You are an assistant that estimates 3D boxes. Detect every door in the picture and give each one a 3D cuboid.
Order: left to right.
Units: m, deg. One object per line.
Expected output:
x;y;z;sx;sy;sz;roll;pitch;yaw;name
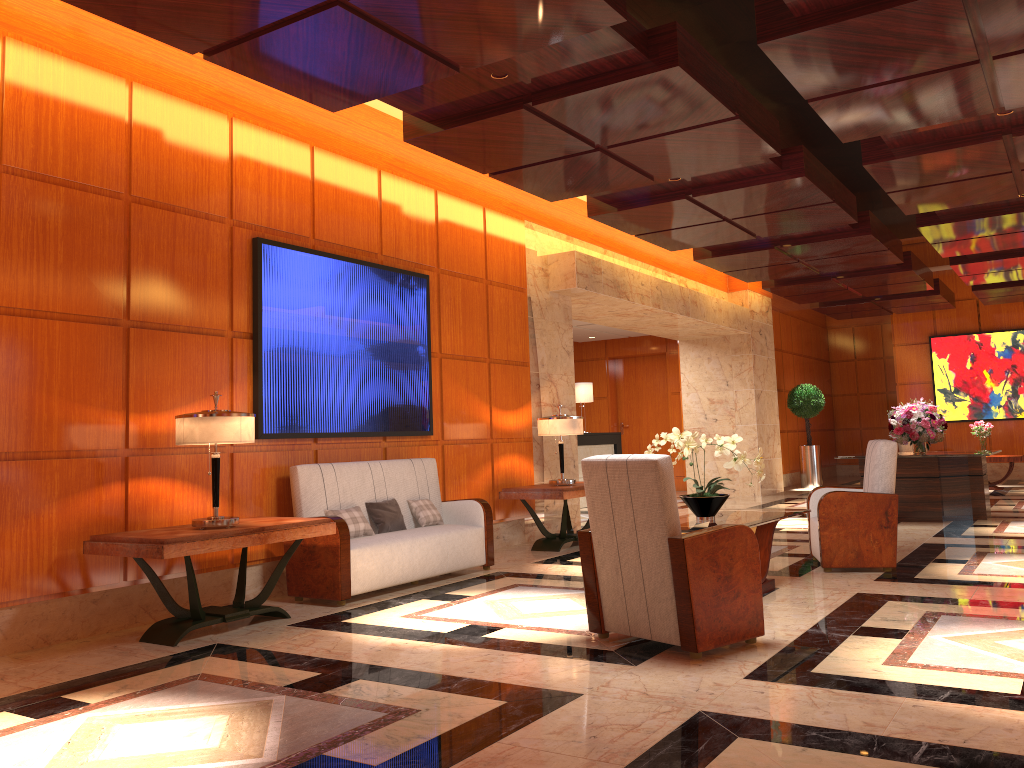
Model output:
2.621;0.764;17.653;1.283;2.707;0.340;-6;-7;32;door

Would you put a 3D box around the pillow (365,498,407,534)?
-0.967;1.018;6.812;0.160;0.254;0.357;-5;-5;29;pillow

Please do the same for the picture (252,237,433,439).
-1.291;-0.299;7.163;0.056;1.458;1.993;-6;-6;33;picture

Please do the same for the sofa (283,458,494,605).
-0.897;1.053;6.787;0.611;0.936;1.795;-5;-5;33;sofa

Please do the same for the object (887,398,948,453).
4.829;0.494;10.555;0.649;0.661;0.678;-4;-5;24;object

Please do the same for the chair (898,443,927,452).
7.905;1.411;17.169;0.738;0.965;0.626;-1;-5;-8;chair

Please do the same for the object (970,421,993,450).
7.880;0.911;14.846;0.326;0.598;0.349;2;-7;-37;object

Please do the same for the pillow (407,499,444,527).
-0.695;1.046;7.166;0.202;0.230;0.273;-6;-6;35;pillow

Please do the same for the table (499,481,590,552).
0.527;1.311;8.838;0.724;0.609;1.268;-5;-5;33;table

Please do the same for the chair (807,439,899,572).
2.651;0.923;6.904;0.628;0.965;0.735;-3;-5;12;chair

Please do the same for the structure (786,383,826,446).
5.583;0.830;16.736;0.721;1.719;0.719;-3;-6;11;structure

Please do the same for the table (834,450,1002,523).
4.862;1.196;10.498;1.597;0.748;1.597;-5;-5;33;table

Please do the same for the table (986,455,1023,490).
7.871;1.476;14.769;1.165;0.536;0.723;-5;-5;32;table

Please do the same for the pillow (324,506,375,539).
-1.179;1.010;6.432;0.194;0.228;0.343;-6;-6;38;pillow

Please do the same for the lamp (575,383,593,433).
1.151;0.399;14.535;0.372;0.823;0.371;2;-7;-32;lamp

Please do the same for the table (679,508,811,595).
1.412;1.147;5.913;0.721;0.498;1.557;-5;-5;36;table

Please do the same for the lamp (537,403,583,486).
0.487;0.596;8.762;0.457;0.813;0.458;-7;-7;42;lamp

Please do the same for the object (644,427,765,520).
1.281;0.591;5.902;0.788;0.620;0.416;-3;-5;10;object

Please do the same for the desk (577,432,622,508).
0.651;1.350;13.738;0.940;1.145;2.920;-5;-5;33;desk

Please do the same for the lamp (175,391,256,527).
-1.766;0.439;5.284;0.459;0.797;0.457;-1;-5;-5;lamp

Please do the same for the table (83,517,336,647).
-1.762;1.160;5.302;0.724;0.609;1.268;-5;-5;33;table

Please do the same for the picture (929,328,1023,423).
9.250;-0.154;17.194;1.993;1.743;0.056;-5;-7;32;picture

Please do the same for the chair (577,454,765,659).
0.784;0.835;4.566;0.628;0.965;0.735;2;-7;-38;chair
